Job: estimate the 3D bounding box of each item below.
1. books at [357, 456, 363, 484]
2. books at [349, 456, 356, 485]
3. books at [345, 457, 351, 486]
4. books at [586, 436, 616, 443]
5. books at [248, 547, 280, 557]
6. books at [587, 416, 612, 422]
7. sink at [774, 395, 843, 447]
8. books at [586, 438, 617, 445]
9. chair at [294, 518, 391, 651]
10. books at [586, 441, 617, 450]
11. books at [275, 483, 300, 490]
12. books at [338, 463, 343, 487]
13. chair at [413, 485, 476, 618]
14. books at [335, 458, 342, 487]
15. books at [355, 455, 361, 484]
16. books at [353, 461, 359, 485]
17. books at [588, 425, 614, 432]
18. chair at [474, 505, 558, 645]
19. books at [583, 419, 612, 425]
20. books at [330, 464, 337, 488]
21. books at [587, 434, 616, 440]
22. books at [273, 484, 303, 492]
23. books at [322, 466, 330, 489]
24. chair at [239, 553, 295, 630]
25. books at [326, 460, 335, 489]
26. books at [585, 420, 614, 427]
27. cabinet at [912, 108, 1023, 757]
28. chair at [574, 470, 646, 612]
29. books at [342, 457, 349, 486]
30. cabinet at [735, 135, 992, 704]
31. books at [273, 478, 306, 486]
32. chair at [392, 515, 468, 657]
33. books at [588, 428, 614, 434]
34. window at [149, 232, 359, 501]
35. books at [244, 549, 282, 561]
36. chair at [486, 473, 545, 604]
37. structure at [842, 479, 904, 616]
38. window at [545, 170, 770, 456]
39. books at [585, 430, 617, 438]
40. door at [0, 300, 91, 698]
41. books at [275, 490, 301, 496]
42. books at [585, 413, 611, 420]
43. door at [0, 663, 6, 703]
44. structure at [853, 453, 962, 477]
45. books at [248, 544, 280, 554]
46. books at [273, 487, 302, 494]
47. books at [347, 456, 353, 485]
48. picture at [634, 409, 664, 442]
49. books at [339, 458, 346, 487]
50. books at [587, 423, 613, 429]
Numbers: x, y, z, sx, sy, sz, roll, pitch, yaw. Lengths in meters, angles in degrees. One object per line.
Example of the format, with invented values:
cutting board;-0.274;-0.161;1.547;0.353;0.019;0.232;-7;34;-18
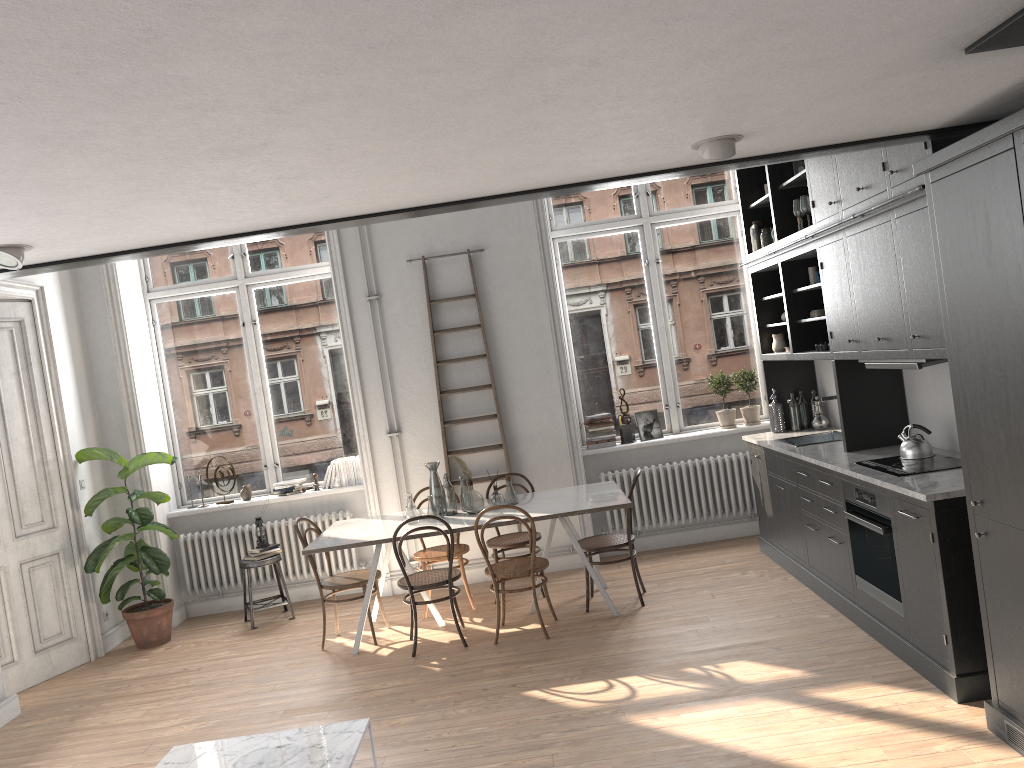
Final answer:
books;-1.331;0.757;7.869;0.024;0.243;0.175;-8;2;0
books;-1.401;0.767;7.868;0.019;0.244;0.174;-8;2;0
books;-1.443;0.773;7.886;0.019;0.244;0.174;-8;2;0
books;0.781;0.480;7.825;0.249;0.023;0.175;-8;1;1
books;-2.049;1.383;7.330;0.232;0.029;0.163;-9;2;-29
books;0.769;0.306;7.832;0.205;0.020;0.155;-8;1;1
sink;2.189;0.353;6.314;0.514;0.505;0.526;-8;2;1
books;0.784;0.503;7.825;0.249;0.023;0.175;-9;1;-4
chair;-1.215;1.388;6.380;0.549;0.921;0.437;-8;2;9
books;0.787;0.535;7.827;0.248;0.043;0.192;-8;1;1
books;-1.986;0.900;7.848;0.205;0.020;0.155;-9;1;-9
books;-1.503;0.801;7.871;0.020;0.205;0.155;-8;2;0
chair;-0.549;1.277;6.904;0.438;0.921;0.549;-8;2;-1
books;-1.532;0.786;7.891;0.024;0.243;0.175;-8;2;0
books;-1.356;0.760;7.889;0.024;0.243;0.175;-8;2;0
books;-1.376;0.782;7.870;0.020;0.205;0.155;-8;2;0
books;0.785;0.390;7.839;0.222;0.024;0.158;-8;1;1
chair;0.018;1.216;5.924;0.438;0.921;0.549;-8;2;12
books;0.759;0.329;7.832;0.231;0.023;0.162;-8;1;16
books;-1.576;0.813;7.872;0.072;0.203;0.155;-8;2;0
books;0.788;0.459;7.839;0.255;0.014;0.192;-8;1;4
books;-1.985;0.920;7.861;0.221;0.023;0.147;-8;1;16
books;-1.639;0.825;7.875;0.105;0.194;0.155;-8;2;0
chair;-2.034;1.686;7.304;0.363;0.523;0.360;-9;2;-26
books;-1.604;0.800;7.870;0.100;0.235;0.174;-8;2;0
books;0.770;0.349;7.833;0.244;0.019;0.174;-8;1;1
cabinet;2.116;0.241;2.966;0.633;2.372;1.400;-8;2;0
chair;0.712;1.103;6.340;0.549;0.921;0.437;-8;2;13
books;-1.463;0.776;7.868;0.019;0.244;0.174;-8;2;0
cabinet;2.039;-0.420;5.525;0.635;3.584;3.250;-8;2;0
books;-1.970;0.871;7.867;0.244;0.019;0.174;-8;1;11
chair;-0.560;1.300;5.965;0.438;0.921;0.549;-9;2;-4
books;0.785;0.413;7.834;0.205;0.022;0.155;-8;1;15
window;-2.350;-0.457;7.997;1.622;2.844;0.013;-8;2;1
books;-2.057;1.411;7.328;0.194;0.034;0.246;-7;2;41
chair;0.018;1.191;6.978;0.438;0.921;0.549;-8;2;7
structure;2.207;0.821;4.777;0.618;0.623;0.622;-8;2;1
window;6.871;-6.286;10.757;14.385;15.939;26.391;-8;1;0
books;0.784;0.438;7.840;0.245;0.028;0.193;-9;1;-4
door;-3.672;0.791;6.351;0.216;2.815;1.096;-8;2;25
books;-1.987;0.966;7.867;0.147;0.023;0.221;-10;2;-41
books;0.761;0.285;7.840;0.201;0.024;0.159;-9;1;-9
door;-3.512;0.795;5.187;0.216;2.815;1.096;-8;2;2
structure;2.157;0.429;4.765;0.427;0.011;0.592;-8;1;1
books;-2.051;1.361;7.330;0.147;0.027;0.221;-8;2;33
books;-1.984;0.942;7.863;0.205;0.022;0.155;-8;1;21
books;-1.422;0.769;7.890;0.024;0.243;0.175;-8;2;0
picture;1.200;0.368;7.878;0.221;0.264;0.149;-9;2;-16
books;-1.484;0.779;7.860;0.024;0.243;0.175;-8;2;0
books;0.778;0.369;7.833;0.205;0.022;0.155;-9;1;-4
